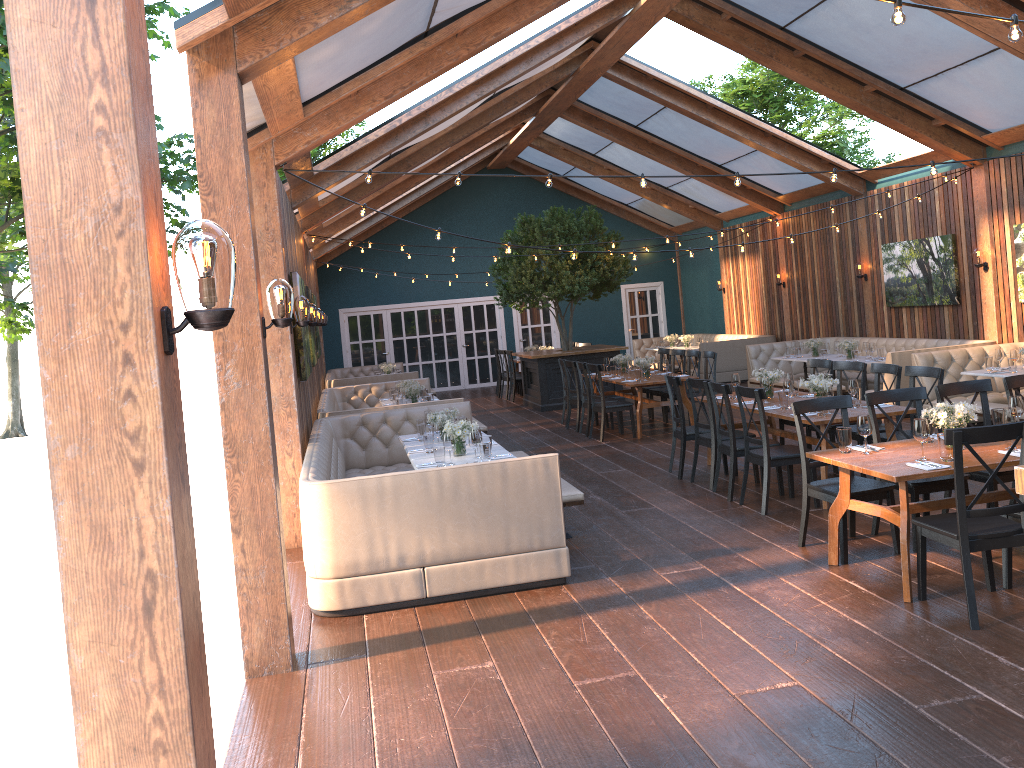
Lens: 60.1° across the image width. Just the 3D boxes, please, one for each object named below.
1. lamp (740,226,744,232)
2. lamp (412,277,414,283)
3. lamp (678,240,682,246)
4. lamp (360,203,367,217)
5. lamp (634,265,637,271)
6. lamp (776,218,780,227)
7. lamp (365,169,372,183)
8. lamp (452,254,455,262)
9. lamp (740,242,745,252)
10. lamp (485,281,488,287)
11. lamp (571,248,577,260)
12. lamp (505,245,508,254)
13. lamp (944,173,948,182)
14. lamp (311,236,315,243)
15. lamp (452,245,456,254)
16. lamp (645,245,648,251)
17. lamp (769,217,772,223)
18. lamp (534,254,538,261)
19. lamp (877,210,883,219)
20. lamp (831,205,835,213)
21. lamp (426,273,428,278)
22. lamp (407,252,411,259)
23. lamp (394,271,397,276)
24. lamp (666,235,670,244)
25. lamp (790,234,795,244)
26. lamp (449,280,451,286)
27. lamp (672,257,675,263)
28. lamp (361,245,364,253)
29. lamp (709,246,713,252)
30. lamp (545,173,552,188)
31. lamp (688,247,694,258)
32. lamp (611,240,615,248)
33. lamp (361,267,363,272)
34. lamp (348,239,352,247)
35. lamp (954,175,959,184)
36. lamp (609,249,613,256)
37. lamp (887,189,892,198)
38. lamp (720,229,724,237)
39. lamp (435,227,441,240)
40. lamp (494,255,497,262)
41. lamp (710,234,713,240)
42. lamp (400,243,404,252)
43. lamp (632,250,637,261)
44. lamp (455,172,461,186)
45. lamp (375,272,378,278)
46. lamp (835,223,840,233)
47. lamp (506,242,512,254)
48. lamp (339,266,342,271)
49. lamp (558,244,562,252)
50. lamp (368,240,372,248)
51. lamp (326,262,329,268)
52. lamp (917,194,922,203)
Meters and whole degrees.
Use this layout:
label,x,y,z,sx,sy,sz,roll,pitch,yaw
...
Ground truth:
label,x,y,z,sx,sy,sz,roll,pitch,yaw
lamp,4.400,-2.957,16.901,0.064,0.118,0.056,-5,2,-2
lamp,-2.040,-2.141,18.232,0.056,0.119,0.059,-5,2,-7
lamp,3.077,-2.579,16.224,0.056,0.117,0.068,-5,2,-14
lamp,-1.328,-1.552,7.890,0.068,0.117,0.056,-5,2,-4
lamp,2.484,-2.330,17.794,0.056,0.121,0.056,-6,2,-34
lamp,3.692,-2.242,12.295,0.056,0.121,0.056,-5,2,10
lamp,-1.207,-1.748,7.447,0.056,0.118,0.064,-6,2,-37
lamp,-0.939,-2.006,14.098,0.056,0.120,0.056,-7,2,-45
lamp,2.632,-1.564,10.115,0.056,0.120,0.056,-5,2,8
lamp,-0.522,-2.056,18.141,0.056,0.119,0.060,-4,2,26
lamp,0.628,-1.321,9.019,0.056,0.120,0.057,-4,2,39
lamp,-0.078,-1.926,12.691,0.056,0.121,0.056,-5,2,-2
lamp,5.872,-2.792,11.973,0.056,0.121,0.056,-5,2,11
lamp,-2.915,-2.128,12.970,0.056,0.119,0.062,-4,2,24
lamp,-0.838,-1.937,12.755,0.056,0.121,0.056,-5,2,1
lamp,2.415,-2.435,15.882,0.060,0.119,0.056,-5,2,13
lamp,5.050,-3.199,17.244,0.056,0.120,0.056,-5,2,18
lamp,0.399,-2.126,14.829,0.056,0.121,0.056,-6,2,-30
lamp,4.624,-2.134,11.121,0.071,0.116,0.056,-5,2,11
lamp,4.422,-2.413,12.207,0.063,0.118,0.056,-6,2,-17
lamp,-1.880,-2.404,19.609,0.056,0.120,0.056,-5,2,-9
lamp,-1.592,-1.994,13.708,0.056,0.119,0.062,-4,2,31
lamp,-2.535,-2.401,19.218,0.056,0.120,0.056,-5,2,4
lamp,2.191,-2.038,12.468,0.056,0.121,0.056,-5,2,4
lamp,3.306,-1.715,10.451,0.056,0.121,0.056,-6,2,-23
lamp,-1.271,-2.073,18.158,0.056,0.115,0.074,-4,2,32
lamp,3.224,-2.483,17.670,0.056,0.121,0.056,-6,2,-33
lamp,-2.253,-2.031,13.332,0.056,0.118,0.065,-4,2,38
lamp,3.950,-2.686,17.552,0.056,0.118,0.066,-6,2,-35
lamp,0.310,-1.686,7.328,0.075,0.114,0.056,-4,2,35
lamp,1.974,-1.448,9.747,0.056,0.120,0.056,-5,2,-5
lamp,1.433,-1.982,12.545,0.056,0.121,0.056,-6,2,-36
lamp,-3.191,-2.434,18.829,0.056,0.121,0.056,-6,2,-27
lamp,-2.354,-2.054,12.867,0.056,0.120,0.056,-3,2,45
lamp,5.898,-2.711,11.758,0.063,0.119,0.056,-6,2,-28
lamp,1.741,-2.316,15.536,0.060,0.119,0.056,-6,2,-25
lamp,5.153,-2.601,12.086,0.056,0.120,0.056,-4,2,32
lamp,2.939,-2.118,12.403,0.056,0.117,0.067,-4,2,42
lamp,-0.691,-1.402,8.269,0.056,0.119,0.059,-4,2,20
lamp,-0.275,-2.054,14.474,0.056,0.120,0.056,-6,2,-23
lamp,3.736,-2.753,16.582,0.056,0.121,0.056,-6,2,-29
lamp,-1.591,-1.980,12.816,0.056,0.121,0.056,-5,2,14
lamp,1.300,-1.365,9.390,0.056,0.121,0.056,-5,2,-12
lamp,-0.452,-1.714,7.392,0.056,0.114,0.075,-5,2,-12
lamp,-2.801,-2.248,18.263,0.060,0.119,0.056,-6,2,-17
lamp,3.969,-1.904,10.789,0.056,0.120,0.056,-5,2,17
lamp,-0.031,-1.329,8.640,0.056,0.120,0.056,-5,2,-14
lamp,-3.546,-2.389,18.287,0.076,0.113,0.056,-4,2,34
lamp,0.683,-1.944,12.627,0.056,0.121,0.056,-4,2,30
lamp,-2.066,-2.028,12.848,0.056,0.121,0.056,-5,2,-8
lamp,-3.843,-2.483,18.433,0.056,0.120,0.056,-6,2,-41
lamp,5.270,-2.403,11.441,0.060,0.119,0.056,-5,2,12
